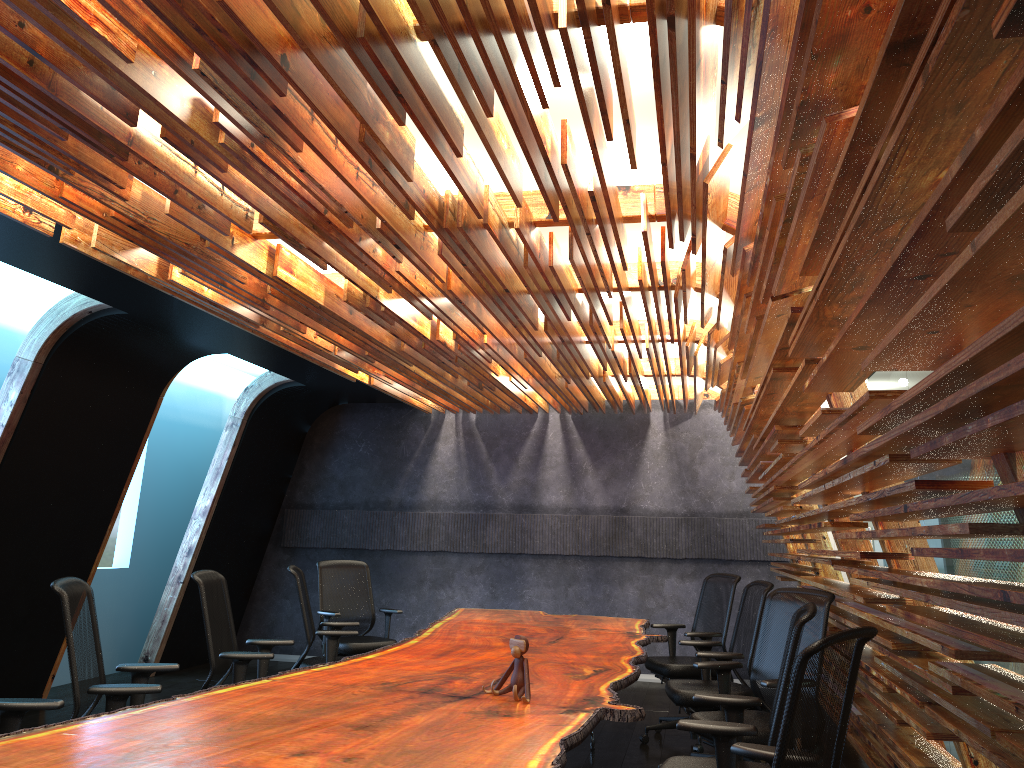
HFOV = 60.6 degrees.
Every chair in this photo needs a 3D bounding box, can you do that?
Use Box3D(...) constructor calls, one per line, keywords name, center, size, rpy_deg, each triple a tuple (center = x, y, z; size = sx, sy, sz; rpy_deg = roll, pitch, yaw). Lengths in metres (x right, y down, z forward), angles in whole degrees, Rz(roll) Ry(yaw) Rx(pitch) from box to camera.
Box3D(name="chair", center=(-1.870, 1.361, 3.010), size=(0.796, 1.279, 0.787), rpy_deg=(2, -15, -4))
Box3D(name="chair", center=(-1.276, 1.974, 6.381), size=(0.795, 1.279, 0.787), rpy_deg=(4, -15, -8))
Box3D(name="chair", center=(0.853, 1.522, 3.521), size=(0.794, 1.279, 0.788), rpy_deg=(-3, -16, 16))
Box3D(name="chair", center=(-1.359, 2.220, 7.778), size=(0.801, 1.279, 0.781), rpy_deg=(16, -21, -42))
Box3D(name="chair", center=(-1.737, 1.540, 4.002), size=(0.794, 1.279, 0.789), rpy_deg=(5, -16, -13))
Box3D(name="chair", center=(1.274, 1.729, 4.627), size=(0.792, 1.279, 0.790), rpy_deg=(6, -16, -17))
Box3D(name="chair", center=(1.289, 1.918, 5.690), size=(0.796, 1.279, 0.786), rpy_deg=(1, -15, 2))
Box3D(name="chair", center=(-1.499, 1.747, 5.130), size=(0.796, 1.279, 0.787), rpy_deg=(2, -15, -4))
Box3D(name="chair", center=(0.664, 1.348, 2.572), size=(0.786, 1.279, 0.796), rpy_deg=(-10, -19, 36))
Box3D(name="chair", center=(1.370, 2.136, 6.910), size=(0.794, 1.279, 0.788), rpy_deg=(5, -16, -12))

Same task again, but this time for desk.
Box3D(name="desk", center=(-0.183, 1.959, 4.947), size=(2.034, 0.843, 6.458), rpy_deg=(-1, -10, 12))

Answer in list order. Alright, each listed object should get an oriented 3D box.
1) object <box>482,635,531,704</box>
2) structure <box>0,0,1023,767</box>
Box3D(name="object", center=(0.011, 1.195, 3.714), size=(0.126, 0.253, 0.300), rpy_deg=(13, -17, -35))
Box3D(name="structure", center=(-0.071, 0.652, 4.832), size=(4.524, 3.088, 11.124), rpy_deg=(-1, -11, 12))
